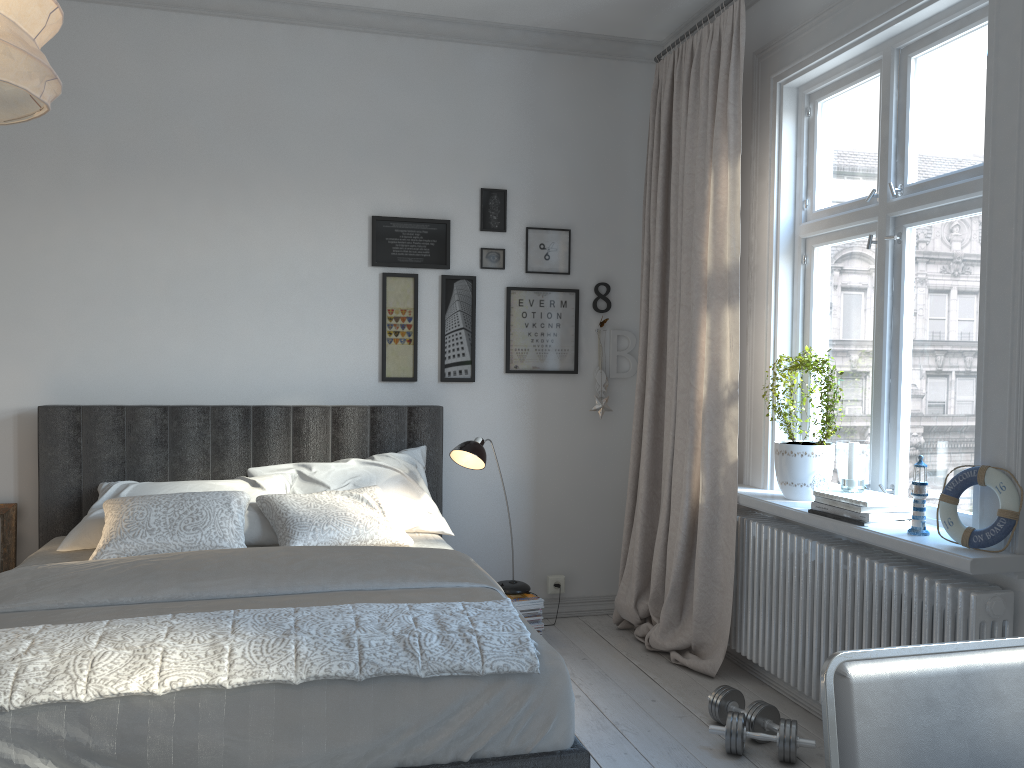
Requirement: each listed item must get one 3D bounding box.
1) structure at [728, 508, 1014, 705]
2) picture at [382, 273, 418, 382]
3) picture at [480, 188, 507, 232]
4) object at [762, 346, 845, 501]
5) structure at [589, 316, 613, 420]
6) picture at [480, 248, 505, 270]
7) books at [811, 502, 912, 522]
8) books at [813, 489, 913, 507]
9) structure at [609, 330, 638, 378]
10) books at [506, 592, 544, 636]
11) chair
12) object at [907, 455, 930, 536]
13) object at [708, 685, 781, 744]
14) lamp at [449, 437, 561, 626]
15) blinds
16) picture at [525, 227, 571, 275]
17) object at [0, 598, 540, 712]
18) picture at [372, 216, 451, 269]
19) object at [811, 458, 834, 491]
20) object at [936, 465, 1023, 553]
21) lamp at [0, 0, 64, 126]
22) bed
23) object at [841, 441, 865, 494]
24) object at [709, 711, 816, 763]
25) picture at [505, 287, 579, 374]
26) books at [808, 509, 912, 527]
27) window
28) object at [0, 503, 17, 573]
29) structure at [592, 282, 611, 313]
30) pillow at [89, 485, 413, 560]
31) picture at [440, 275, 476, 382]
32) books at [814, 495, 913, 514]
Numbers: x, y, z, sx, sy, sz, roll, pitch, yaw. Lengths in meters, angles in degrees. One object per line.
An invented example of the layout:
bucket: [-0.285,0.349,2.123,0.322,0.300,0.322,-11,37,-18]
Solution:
structure: [1.123,0.807,3.039,0.195,0.547,1.505,0,1,-15]
picture: [-0.522,-0.264,4.136,0.165,0.505,0.020,0,2,-15]
picture: [-0.088,-0.829,4.232,0.128,0.202,0.011,0,2,-15]
object: [1.092,0.142,3.311,0.216,0.574,0.384,-1,2,-34]
structure: [0.437,-0.081,4.373,0.134,0.514,0.078,0,2,-27]
picture: [-0.091,-0.599,4.241,0.119,0.098,0.010,0,2,-15]
books: [1.155,0.413,2.912,0.207,0.025,0.262,0,1,-22]
books: [1.153,0.371,2.896,0.203,0.015,0.269,0,1,-18]
structure: [0.558,-0.149,4.429,0.146,0.239,0.024,0,2,-15]
books: [-0.032,1.038,3.958,0.245,0.232,0.346,0,2,-23]
chair: [0.738,0.818,1.188,0.562,0.798,0.524,0,2,-15]
object: [1.203,0.326,2.616,0.060,0.235,0.059,2,2,27]
object: [0.789,1.121,3.017,0.129,0.129,0.328,0,2,-30]
lamp: [0.020,0.688,3.954,0.800,0.937,0.450,0,2,-33]
blinds: [0.686,-0.159,3.765,0.225,2.649,0.830,0,2,-15]
picture: [0.176,-0.646,4.310,0.225,0.220,0.010,0,2,-15]
object: [-0.659,0.620,2.086,1.460,0.104,0.404,0,1,-15]
picture: [-0.469,-0.658,4.134,0.365,0.232,0.020,0,2,-15]
object: [1.100,0.350,3.136,0.059,0.165,0.196,2,2,35]
object: [1.271,0.336,2.419,0.079,0.227,0.236,0,2,-29]
lamp: [-0.784,-1.007,1.167,0.338,1.232,0.340,1,2,16]
bed: [-0.869,0.639,2.904,1.888,1.047,2.175,0,1,-15]
object: [1.140,0.276,2.963,0.074,0.173,0.074,2,2,30]
object: [0.796,1.125,2.828,0.328,0.129,0.129,1,2,20]
picture: [0.149,-0.258,4.316,0.365,0.415,0.021,0,2,-15]
books: [1.146,0.432,2.897,0.219,0.013,0.272,0,1,-19]
window: [2.028,-0.617,6.598,11.966,7.014,7.974,0,2,-15]
object: [-2.340,0.816,3.655,0.528,0.631,0.082,0,2,-15]
structure: [0.445,-0.427,4.384,0.096,0.151,0.014,0,2,-15]
pillow: [-0.948,0.519,3.322,1.146,0.226,0.415,0,1,-22]
picture: [-0.255,-0.262,4.208,0.165,0.505,0.020,0,2,-15]
books: [1.151,0.390,2.901,0.207,0.022,0.253,0,1,-14]
